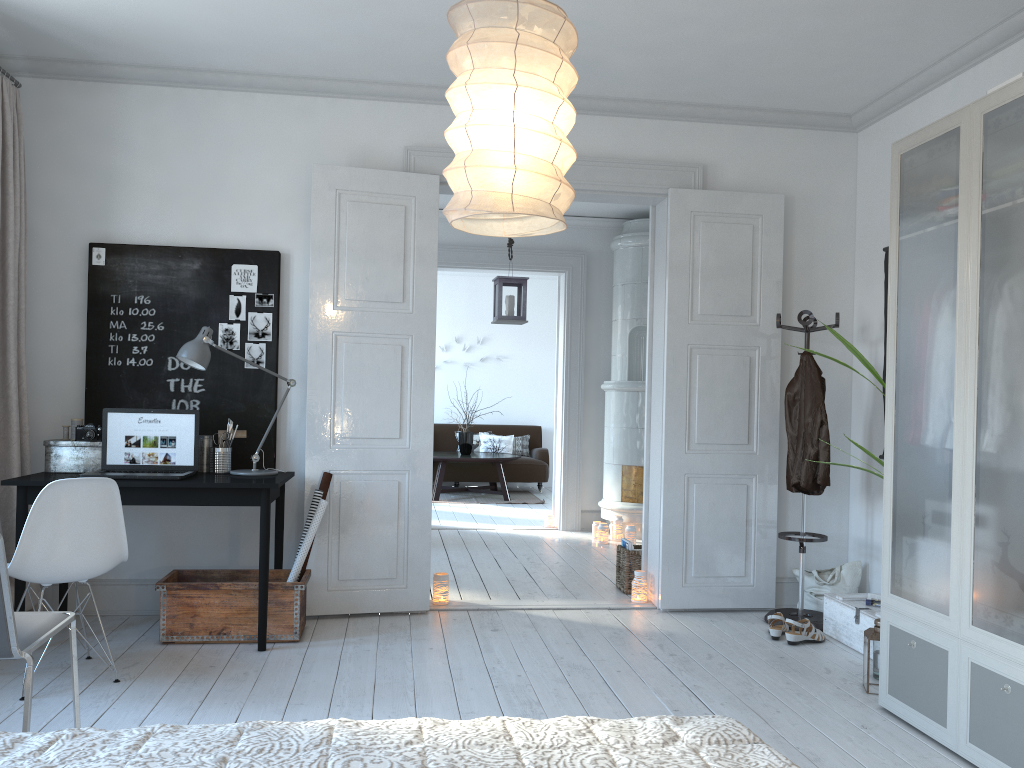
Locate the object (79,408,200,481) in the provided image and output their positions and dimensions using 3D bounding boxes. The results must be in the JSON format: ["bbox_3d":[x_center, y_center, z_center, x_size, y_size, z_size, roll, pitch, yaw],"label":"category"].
[{"bbox_3d":[-1.712,0.274,4.099,0.445,0.315,0.325,1,-1,-7],"label":"object"}]

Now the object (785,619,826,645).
[{"bbox_3d":[1.451,1.206,4.360,0.272,0.126,0.099,2,-1,-35],"label":"object"}]

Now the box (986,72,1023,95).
[{"bbox_3d":[1.793,-0.980,3.050,0.223,0.107,0.180,1,-1,-8],"label":"box"}]

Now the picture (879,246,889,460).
[{"bbox_3d":[2.053,-0.259,4.371,0.057,1.313,0.793,1,0,-8],"label":"picture"}]

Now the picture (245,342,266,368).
[{"bbox_3d":[-1.341,-0.150,4.632,0.103,0.136,0.001,1,0,-8],"label":"picture"}]

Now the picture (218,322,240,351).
[{"bbox_3d":[-1.471,-0.246,4.614,0.107,0.150,0.001,1,0,-8],"label":"picture"}]

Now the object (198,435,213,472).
[{"bbox_3d":[-1.547,0.354,4.470,0.079,0.188,0.079,1,0,-29],"label":"object"}]

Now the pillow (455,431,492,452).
[{"bbox_3d":[-0.503,0.782,11.434,0.473,0.347,0.158,1,0,-9],"label":"pillow"}]

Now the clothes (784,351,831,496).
[{"bbox_3d":[1.561,0.207,4.672,0.237,0.770,0.211,1,0,26],"label":"clothes"}]

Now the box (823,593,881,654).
[{"bbox_3d":[1.806,1.164,4.250,0.376,0.218,0.641,1,-1,-8],"label":"box"}]

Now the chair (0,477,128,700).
[{"bbox_3d":[-1.797,0.763,3.530,0.474,0.824,0.554,2,-1,-43],"label":"chair"}]

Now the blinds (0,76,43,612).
[{"bbox_3d":[-2.363,-0.153,4.035,0.225,2.647,0.831,1,0,-8],"label":"blinds"}]

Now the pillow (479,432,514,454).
[{"bbox_3d":[-0.203,0.779,11.397,0.471,0.309,0.188,1,0,-7],"label":"pillow"}]

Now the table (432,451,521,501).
[{"bbox_3d":[-0.543,1.092,10.564,1.300,0.503,1.300,2,-1,-17],"label":"table"}]

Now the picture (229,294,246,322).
[{"bbox_3d":[-1.430,-0.397,4.620,0.083,0.146,0.002,1,0,-8],"label":"picture"}]

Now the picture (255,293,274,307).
[{"bbox_3d":[-1.295,-0.440,4.638,0.095,0.071,0.001,1,0,-8],"label":"picture"}]

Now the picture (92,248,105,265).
[{"bbox_3d":[-2.111,-0.652,4.530,0.061,0.088,0.004,1,0,-11],"label":"picture"}]

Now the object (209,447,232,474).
[{"bbox_3d":[-1.450,0.379,4.410,0.108,0.128,0.108,1,-1,7],"label":"object"}]

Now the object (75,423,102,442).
[{"bbox_3d":[-2.017,0.230,4.227,0.137,0.087,0.073,1,-1,-8],"label":"object"}]

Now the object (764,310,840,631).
[{"bbox_3d":[1.564,0.449,4.743,0.374,1.658,0.374,1,0,0],"label":"object"}]

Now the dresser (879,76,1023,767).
[{"bbox_3d":[1.829,0.149,2.750,0.630,2.163,1.432,1,0,-8],"label":"dresser"}]

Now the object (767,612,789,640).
[{"bbox_3d":[1.342,1.206,4.488,0.099,0.126,0.272,1,-1,25],"label":"object"}]

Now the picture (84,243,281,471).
[{"bbox_3d":[-1.708,-0.126,4.614,0.953,1.172,0.064,1,0,-8],"label":"picture"}]

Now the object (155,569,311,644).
[{"bbox_3d":[-1.317,1.059,4.239,0.665,0.282,0.339,1,-1,-8],"label":"object"}]

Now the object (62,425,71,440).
[{"bbox_3d":[-2.183,0.238,4.339,0.040,0.069,0.040,1,0,-20],"label":"object"}]

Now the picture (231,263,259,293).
[{"bbox_3d":[-1.393,-0.556,4.624,0.147,0.154,0.004,1,0,-8],"label":"picture"}]

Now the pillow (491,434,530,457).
[{"bbox_3d":[-0.019,0.798,11.535,0.542,0.288,0.183,1,0,-7],"label":"pillow"}]

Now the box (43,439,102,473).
[{"bbox_3d":[-2.091,0.349,4.309,0.317,0.152,0.193,1,-1,-8],"label":"box"}]

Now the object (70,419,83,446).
[{"bbox_3d":[-2.119,0.234,4.281,0.056,0.130,0.167,1,-1,-9],"label":"object"}]

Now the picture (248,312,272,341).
[{"bbox_3d":[-1.317,-0.302,4.634,0.121,0.153,0.002,1,0,-8],"label":"picture"}]

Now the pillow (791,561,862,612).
[{"bbox_3d":[1.759,1.129,4.947,0.317,0.314,0.273,1,-1,-7],"label":"pillow"}]

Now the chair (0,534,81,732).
[{"bbox_3d":[-1.564,0.762,2.501,0.562,0.797,0.525,1,0,-8],"label":"chair"}]
